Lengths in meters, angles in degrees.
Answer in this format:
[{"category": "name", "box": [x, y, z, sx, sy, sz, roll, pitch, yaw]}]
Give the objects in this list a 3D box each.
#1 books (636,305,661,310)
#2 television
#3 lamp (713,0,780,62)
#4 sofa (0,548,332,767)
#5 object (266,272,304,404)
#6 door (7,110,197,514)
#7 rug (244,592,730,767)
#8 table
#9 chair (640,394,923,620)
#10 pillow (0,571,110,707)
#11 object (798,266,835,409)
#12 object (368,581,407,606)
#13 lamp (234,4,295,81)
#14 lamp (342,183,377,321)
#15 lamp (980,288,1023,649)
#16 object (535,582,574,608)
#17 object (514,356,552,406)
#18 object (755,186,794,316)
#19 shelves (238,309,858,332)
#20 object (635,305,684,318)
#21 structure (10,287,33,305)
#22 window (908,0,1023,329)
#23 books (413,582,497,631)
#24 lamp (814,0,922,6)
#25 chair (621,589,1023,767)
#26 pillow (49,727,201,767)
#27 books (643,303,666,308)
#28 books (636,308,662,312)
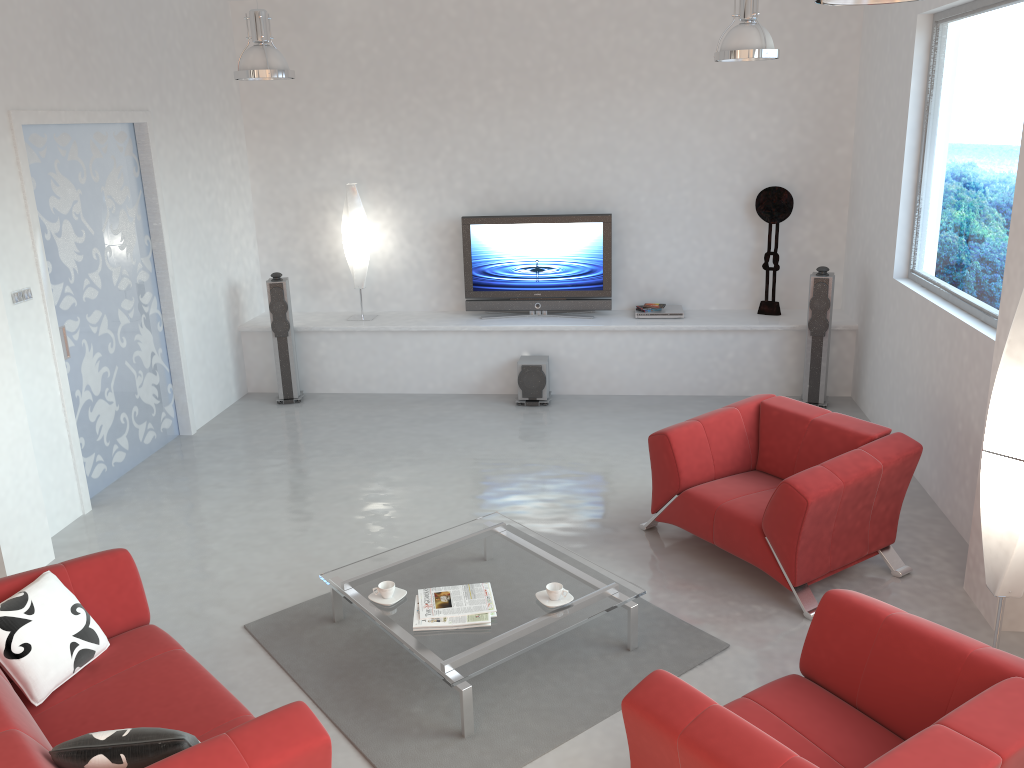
[{"category": "books", "box": [1.245, -0.699, 8.083, 0.190, 0.015, 0.135, -6, 17, -12]}, {"category": "television", "box": [0.231, -1.081, 8.124, 1.356, 0.919, 0.343, 0, 17, 7]}, {"category": "lamp", "box": [1.390, -2.322, 5.190, 0.379, 0.800, 0.379, -17, 22, -41]}, {"category": "sofa", "box": [-1.471, 1.246, 3.140, 0.951, 0.738, 1.929, -17, 22, -40]}, {"category": "object", "box": [-2.056, -0.422, 7.983, 0.255, 1.184, 0.273, -4, 17, -7]}, {"category": "door", "box": [-2.876, -0.591, 6.260, 0.240, 2.550, 1.600, 0, 17, 7]}, {"category": "rug", "box": [-0.164, 1.227, 4.326, 1.700, 0.025, 1.700, -14, 21, -36]}, {"category": "table", "box": [-0.159, 1.086, 4.291, 1.097, 0.286, 1.162, -14, 21, -36]}, {"category": "chair", "box": [1.476, 0.591, 4.996, 0.951, 0.738, 1.288, -12, 20, -31]}, {"category": "pillow", "box": [-1.828, 0.979, 3.453, 0.288, 0.343, 0.402, 3, 17, 14]}, {"category": "object", "box": [2.554, -0.397, 7.391, 0.255, 1.184, 0.273, 5, 18, 22]}, {"category": "object", "box": [-0.579, 0.965, 4.123, 0.153, 0.069, 0.153, 9, 20, 32]}, {"category": "lamp", "box": [-1.595, -2.338, 5.570, 0.379, 0.800, 0.379, -1, 17, 4]}, {"category": "lamp", "box": [-1.432, -1.219, 8.209, 0.263, 1.239, 0.263, -2, 17, -1]}, {"category": "lamp", "box": [2.092, 0.428, 3.662, 0.313, 1.779, 0.313, -2, 17, -1]}, {"category": "object", "box": [0.194, 0.958, 4.060, 0.153, 0.069, 0.153, -10, 18, -25]}, {"category": "object", "box": [0.190, -0.031, 7.841, 0.336, 0.374, 0.337, 0, 17, 7]}, {"category": "object", "box": [2.299, -1.171, 7.831, 0.331, 1.130, 0.108, 8, 20, 31]}, {"category": "shelves", "box": [0.238, -0.583, 8.152, 5.500, 0.050, 0.650, 0, 17, 7]}, {"category": "object", "box": [1.343, -0.663, 8.107, 0.430, 0.045, 0.352, 0, 17, 7]}, {"category": "structure", "box": [-2.897, -0.521, 5.247, 0.016, 0.080, 0.170, 0, 17, 7]}, {"category": "window", "box": [2.777, -1.293, 5.107, 0.100, 1.800, 2.400, 0, 17, 7]}, {"category": "books", "box": [-0.255, 1.003, 4.021, 0.367, 0.035, 0.345, -3, 17, -2]}, {"category": "lamp", "box": [1.023, -1.455, 2.342, 0.379, 0.800, 0.379, 10, 20, 35]}, {"category": "chair", "box": [1.076, 1.244, 2.867, 1.288, 0.738, 0.951, -12, 20, -31]}, {"category": "pillow", "box": [-1.153, 1.170, 2.744, 0.402, 0.343, 0.288, -2, 17, 0]}, {"category": "books", "box": [1.295, -0.712, 8.068, 0.190, 0.015, 0.135, 3, 17, 17]}, {"category": "books", "box": [1.246, -0.684, 8.085, 0.190, 0.015, 0.135, -10, 19, -26]}]
